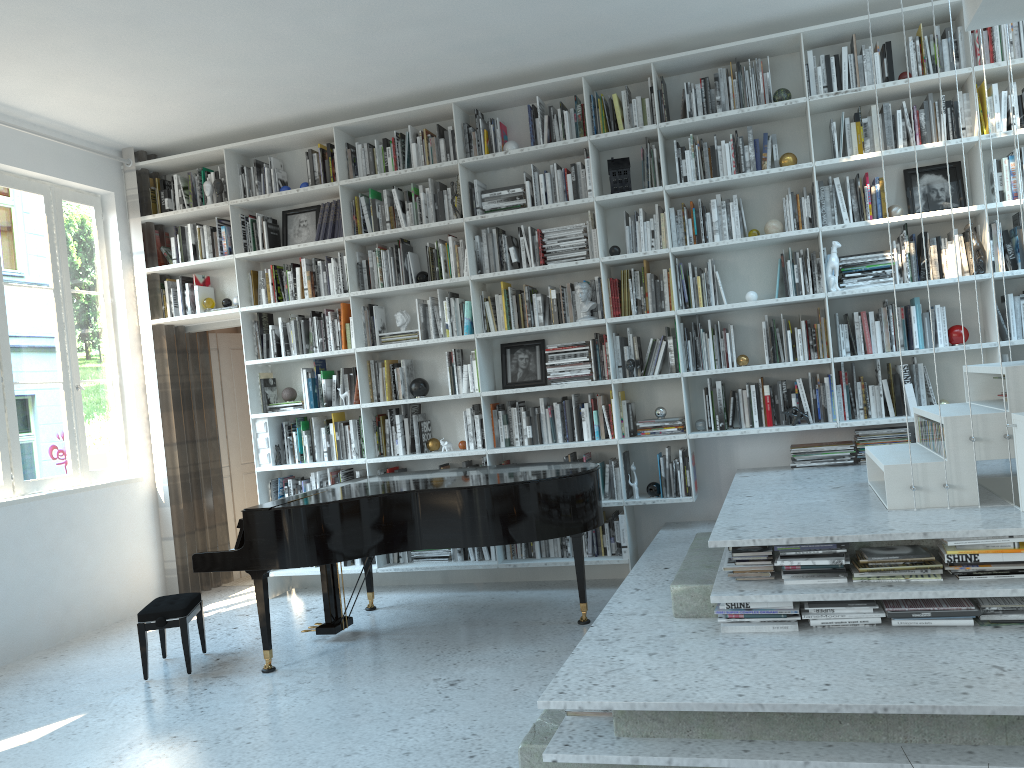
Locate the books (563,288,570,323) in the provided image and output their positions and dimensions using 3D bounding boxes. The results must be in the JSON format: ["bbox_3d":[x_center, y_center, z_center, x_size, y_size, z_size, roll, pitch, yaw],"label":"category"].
[{"bbox_3d":[0.367,-0.488,5.632,0.025,0.230,0.143,-5,0,17],"label":"books"}]

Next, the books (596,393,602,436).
[{"bbox_3d":[0.565,0.202,5.600,0.010,0.284,0.132,-5,0,17],"label":"books"}]

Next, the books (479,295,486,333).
[{"bbox_3d":[-0.169,-0.447,5.789,0.012,0.254,0.161,-5,0,17],"label":"books"}]

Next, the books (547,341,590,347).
[{"bbox_3d":[0.364,-0.252,5.626,0.254,0.012,0.161,-6,0,21],"label":"books"}]

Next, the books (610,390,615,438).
[{"bbox_3d":[0.648,0.186,5.565,0.011,0.300,0.149,-5,0,17],"label":"books"}]

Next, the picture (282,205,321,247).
[{"bbox_3d":[-1.472,-1.086,6.208,0.300,0.300,0.077,-6,0,17],"label":"picture"}]

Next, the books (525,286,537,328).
[{"bbox_3d":[0.132,-0.484,5.671,0.028,0.268,0.189,-5,0,17],"label":"books"}]

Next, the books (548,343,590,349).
[{"bbox_3d":[0.366,-0.240,5.628,0.254,0.012,0.161,-6,0,14],"label":"books"}]

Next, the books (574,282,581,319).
[{"bbox_3d":[0.430,-0.509,5.602,0.024,0.259,0.126,-5,0,17],"label":"books"}]

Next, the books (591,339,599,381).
[{"bbox_3d":[0.534,-0.151,5.574,0.011,0.261,0.184,-5,0,17],"label":"books"}]

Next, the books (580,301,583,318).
[{"bbox_3d":[0.460,-0.483,5.592,0.035,0.201,0.149,-5,0,17],"label":"books"}]

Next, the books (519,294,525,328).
[{"bbox_3d":[0.083,-0.459,5.701,0.012,0.228,0.169,-5,0,17],"label":"books"}]

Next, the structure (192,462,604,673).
[{"bbox_3d":[-0.469,0.939,4.758,1.919,0.833,1.334,-6,0,17],"label":"structure"}]

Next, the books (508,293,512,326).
[{"bbox_3d":[0.015,-0.460,5.731,0.010,0.245,0.149,-5,0,17],"label":"books"}]

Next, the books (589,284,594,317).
[{"bbox_3d":[0.514,-0.509,5.592,0.021,0.242,0.103,-5,0,17],"label":"books"}]

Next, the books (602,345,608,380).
[{"bbox_3d":[0.601,-0.136,5.570,0.021,0.217,0.132,-5,0,17],"label":"books"}]

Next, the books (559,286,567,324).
[{"bbox_3d":[0.338,-0.493,5.602,0.012,0.245,0.186,-5,0,17],"label":"books"}]

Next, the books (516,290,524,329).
[{"bbox_3d":[0.068,-0.473,5.727,0.028,0.259,0.134,-5,0,17],"label":"books"}]

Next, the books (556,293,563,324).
[{"bbox_3d":[0.324,-0.469,5.618,0.029,0.200,0.178,-5,0,17],"label":"books"}]

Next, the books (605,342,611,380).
[{"bbox_3d":[0.629,-0.145,5.533,0.034,0.229,0.199,-5,0,17],"label":"books"}]

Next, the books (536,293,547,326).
[{"bbox_3d":[0.200,-0.464,5.667,0.030,0.215,0.168,-5,0,17],"label":"books"}]

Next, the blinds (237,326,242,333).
[{"bbox_3d":[-2.113,-0.094,7.753,0.140,3.231,0.776,-5,0,17],"label":"blinds"}]

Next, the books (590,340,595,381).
[{"bbox_3d":[0.524,-0.147,5.580,0.012,0.254,0.161,-5,0,17],"label":"books"}]

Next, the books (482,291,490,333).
[{"bbox_3d":[-0.157,-0.462,5.795,0.010,0.282,0.140,-5,0,17],"label":"books"}]

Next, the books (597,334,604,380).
[{"bbox_3d":[0.569,-0.168,5.574,0.011,0.288,0.152,-5,0,17],"label":"books"}]

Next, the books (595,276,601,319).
[{"bbox_3d":[0.555,-0.531,5.571,0.025,0.279,0.108,-5,0,17],"label":"books"}]

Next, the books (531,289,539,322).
[{"bbox_3d":[0.159,-0.478,5.691,0.011,0.251,0.130,-5,0,17],"label":"books"}]

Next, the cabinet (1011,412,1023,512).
[{"bbox_3d":[1.956,0.428,2.711,0.551,0.668,0.992,-6,0,17],"label":"cabinet"}]

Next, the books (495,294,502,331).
[{"bbox_3d":[-0.066,-0.454,5.761,0.026,0.248,0.139,-5,0,17],"label":"books"}]

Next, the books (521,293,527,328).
[{"bbox_3d":[0.102,-0.465,5.703,0.025,0.236,0.137,-5,0,17],"label":"books"}]

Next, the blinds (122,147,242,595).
[{"bbox_3d":[-2.455,-0.066,6.626,0.140,3.231,0.776,-5,0,17],"label":"blinds"}]

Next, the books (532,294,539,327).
[{"bbox_3d":[0.174,-0.462,5.674,0.024,0.216,0.175,-5,0,17],"label":"books"}]

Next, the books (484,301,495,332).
[{"bbox_3d":[-0.121,-0.429,5.757,0.053,0.208,0.156,-5,0,17],"label":"books"}]

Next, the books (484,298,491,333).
[{"bbox_3d":[-0.145,-0.440,5.791,0.011,0.235,0.141,-5,0,17],"label":"books"}]

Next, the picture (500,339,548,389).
[{"bbox_3d":[0.076,-0.128,5.775,0.300,0.300,0.077,-6,0,17],"label":"picture"}]

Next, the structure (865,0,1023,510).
[{"bbox_3d":[1.645,-0.884,3.332,2.614,3.382,1.953,-6,0,17],"label":"structure"}]

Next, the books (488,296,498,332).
[{"bbox_3d":[-0.101,-0.447,5.763,0.042,0.242,0.162,-5,0,17],"label":"books"}]

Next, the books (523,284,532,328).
[{"bbox_3d":[0.116,-0.490,5.690,0.013,0.284,0.176,-5,0,17],"label":"books"}]

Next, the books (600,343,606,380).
[{"bbox_3d":[0.585,-0.142,5.577,0.013,0.232,0.134,-5,0,17],"label":"books"}]

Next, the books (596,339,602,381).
[{"bbox_3d":[0.560,-0.151,5.578,0.013,0.256,0.162,-5,0,17],"label":"books"}]

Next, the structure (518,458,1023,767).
[{"bbox_3d":[1.790,0.806,3.749,2.900,0.659,3.111,-6,0,17],"label":"structure"}]

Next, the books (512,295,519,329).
[{"bbox_3d":[0.043,-0.455,5.729,0.024,0.228,0.147,-5,0,17],"label":"books"}]

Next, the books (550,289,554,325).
[{"bbox_3d":[0.279,-0.481,5.641,0.010,0.234,0.174,-5,0,17],"label":"books"}]

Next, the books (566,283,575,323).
[{"bbox_3d":[0.383,-0.504,5.606,0.025,0.258,0.150,-5,0,17],"label":"books"}]

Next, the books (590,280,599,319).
[{"bbox_3d":[0.529,-0.519,5.568,0.025,0.259,0.130,-5,0,17],"label":"books"}]

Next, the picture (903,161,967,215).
[{"bbox_3d":[2.400,-1.096,5.035,0.300,0.300,0.077,-6,0,17],"label":"picture"}]

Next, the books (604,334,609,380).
[{"bbox_3d":[0.608,-0.168,5.549,0.011,0.279,0.186,-5,0,17],"label":"books"}]

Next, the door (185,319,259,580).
[{"bbox_3d":[-1.946,0.517,6.936,0.834,1.981,0.786,-5,0,17],"label":"door"}]

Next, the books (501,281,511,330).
[{"bbox_3d":[-0.024,-0.493,5.708,0.014,0.317,0.188,-5,0,17],"label":"books"}]

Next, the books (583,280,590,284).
[{"bbox_3d":[0.482,-0.516,5.593,0.014,0.263,0.135,-5,0,17],"label":"books"}]

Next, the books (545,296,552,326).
[{"bbox_3d":[0.242,-0.460,5.667,0.050,0.199,0.145,-5,0,17],"label":"books"}]

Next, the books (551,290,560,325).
[{"bbox_3d":[0.294,-0.478,5.625,0.029,0.224,0.185,-5,0,17],"label":"books"}]

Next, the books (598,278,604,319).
[{"bbox_3d":[0.570,-0.526,5.550,0.014,0.266,0.153,-5,0,17],"label":"books"}]

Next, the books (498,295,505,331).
[{"bbox_3d":[-0.041,-0.453,5.748,0.029,0.240,0.155,-5,0,17],"label":"books"}]

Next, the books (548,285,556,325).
[{"bbox_3d":[0.267,-0.493,5.648,0.014,0.258,0.161,-5,0,17],"label":"books"}]

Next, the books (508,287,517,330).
[{"bbox_3d":[0.017,-0.479,5.711,0.010,0.281,0.170,-5,0,17],"label":"books"}]

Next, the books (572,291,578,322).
[{"bbox_3d":[0.413,-0.481,5.615,0.022,0.206,0.114,-5,0,17],"label":"books"}]

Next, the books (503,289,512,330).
[{"bbox_3d":[-0.008,-0.469,5.704,0.015,0.266,0.189,-5,0,17],"label":"books"}]
